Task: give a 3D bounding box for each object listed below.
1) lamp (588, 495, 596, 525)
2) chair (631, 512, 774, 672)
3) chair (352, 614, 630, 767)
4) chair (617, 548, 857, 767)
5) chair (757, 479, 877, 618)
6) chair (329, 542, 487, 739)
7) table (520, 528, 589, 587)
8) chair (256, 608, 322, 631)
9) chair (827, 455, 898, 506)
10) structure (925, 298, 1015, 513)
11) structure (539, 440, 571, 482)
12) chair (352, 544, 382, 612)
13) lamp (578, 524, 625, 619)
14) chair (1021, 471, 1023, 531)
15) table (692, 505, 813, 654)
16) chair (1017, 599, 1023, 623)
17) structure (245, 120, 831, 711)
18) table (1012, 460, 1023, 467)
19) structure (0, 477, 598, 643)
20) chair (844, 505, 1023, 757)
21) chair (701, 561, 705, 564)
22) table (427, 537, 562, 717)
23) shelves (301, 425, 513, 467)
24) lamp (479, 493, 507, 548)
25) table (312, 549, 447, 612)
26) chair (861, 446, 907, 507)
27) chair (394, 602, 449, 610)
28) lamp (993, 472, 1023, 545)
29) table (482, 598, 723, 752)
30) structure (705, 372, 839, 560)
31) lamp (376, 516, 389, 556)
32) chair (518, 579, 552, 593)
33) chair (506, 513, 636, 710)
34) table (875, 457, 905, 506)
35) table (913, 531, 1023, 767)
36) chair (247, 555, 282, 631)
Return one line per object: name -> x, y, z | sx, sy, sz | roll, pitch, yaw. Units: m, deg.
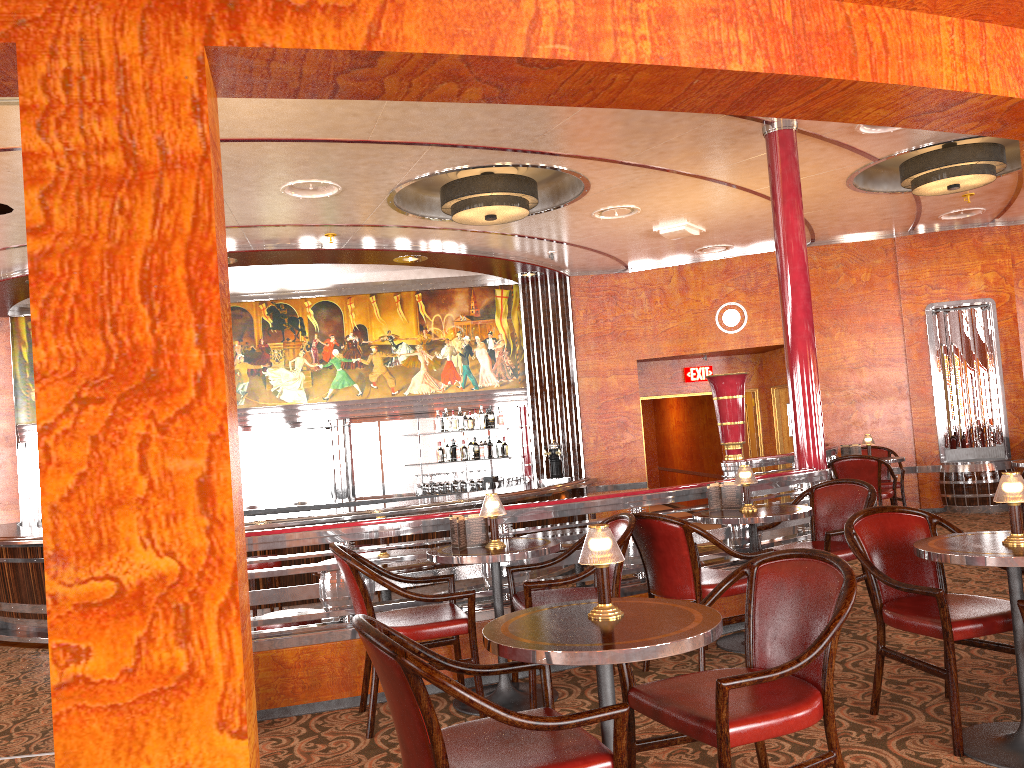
lamp -> 0.522, 0.843, 5.711 | 0.130, 0.250, 0.130 | -5, -3, 7
chair -> 0.916, 1.017, 4.442 | 0.615, 0.816, 0.588 | -3, -3, -34
chair -> -0.070, 0.969, 2.268 | 0.615, 0.816, 0.588 | -3, -3, -19
chair -> 0.696, 0.929, 2.605 | 0.615, 0.816, 0.588 | -3, -3, -24
chair -> 1.828, 0.991, 5.218 | 0.615, 0.816, 0.588 | -3, -3, -34
chair -> -0.493, 1.103, 4.036 | 0.615, 0.816, 0.588 | -4, -3, -14
table -> 0.456, 1.455, 5.710 | 0.849, 0.960, 0.850 | -3, -3, -24
chair -> -1.195, 1.636, 4.843 | 0.350, 0.755, 0.350 | -7, -4, 45
chair -> 3.288, 1.054, 8.297 | 0.588, 0.816, 0.615 | -6, -3, 31
structure -> 5.107, 0.233, 9.887 | 0.812, 2.353, 0.557 | -5, -3, 17
structure -> 0.516, 0.949, 10.838 | 0.360, 0.539, 0.281 | -5, -3, 16
chair -> -1.337, 1.819, 7.845 | 0.350, 0.755, 0.350 | -6, -3, 37
lamp -> 0.251, 0.517, 2.463 | 0.130, 0.250, 0.130 | -6, -3, 25
chair -> 3.986, 0.889, 6.354 | 0.588, 0.816, 0.615 | -5, -3, 21
table -> 1.343, 1.057, 4.861 | 0.639, 0.720, 0.640 | -3, -3, -33
chair -> 2.015, 0.833, 2.715 | 0.587, 0.816, 0.616 | -3, -3, -24
structure -> 0.241, 0.103, 4.984 | 4.352, 3.603, 0.549 | -3, -3, -30
table -> 4.265, 0.944, 6.855 | 0.640, 0.720, 0.640 | -6, -3, 25
structure -> -2.678, 1.864, 9.357 | 7.809, 1.046, 3.209 | -4, -3, -4
chair -> 1.682, 0.903, 3.481 | 0.587, 0.816, 0.616 | -3, -3, -19
chair -> 1.067, 1.503, 5.568 | 0.350, 0.755, 0.350 | -5, -3, 12
table -> -0.057, 1.127, 4.192 | 0.640, 0.720, 0.639 | -7, -4, 39
shelves -> -1.314, 0.748, 11.166 | 2.594, 0.568, 0.339 | -4, -3, -4
lamp -> -0.087, 0.642, 4.176 | 0.130, 0.250, 0.130 | -5, -3, 7
table -> -0.730, 1.523, 5.280 | 0.849, 0.960, 0.850 | -4, -3, -2
chair -> 3.840, 1.074, 9.393 | 0.588, 0.816, 0.615 | -5, -3, 16
chair -> -0.452, 1.574, 4.763 | 0.350, 0.755, 0.350 | -6, -3, 37
lamp -> 1.777, 0.437, 3.135 | 0.130, 0.250, 0.130 | -7, -4, 43
table -> 0.267, 0.998, 2.377 | 0.639, 0.720, 0.640 | -2, -4, -42
structure -> 2.893, 0.913, 8.863 | 0.624, 2.023, 3.168 | -6, -4, 36
lamp -> -0.779, 0.922, 5.333 | 0.130, 0.250, 0.130 | -5, -3, 16
chair -> 0.088, 1.560, 5.240 | 0.350, 0.755, 0.350 | -6, -3, 37
chair -> 0.311, 1.054, 4.252 | 0.615, 0.816, 0.588 | -4, -3, -9
table -> 3.593, 1.109, 8.811 | 0.640, 0.720, 0.640 | -6, -3, 25
table -> 1.804, 0.922, 3.138 | 0.640, 0.720, 0.640 | -5, -3, 16
chair -> -2.141, 1.869, 7.624 | 0.350, 0.755, 0.350 | -3, -3, -30
